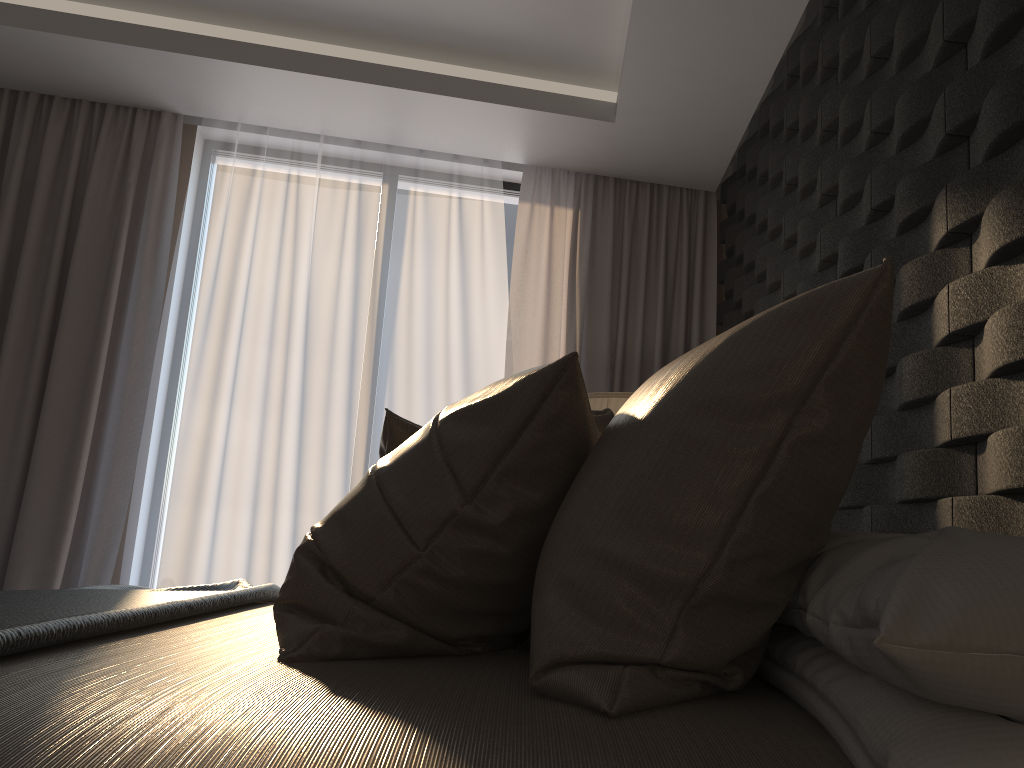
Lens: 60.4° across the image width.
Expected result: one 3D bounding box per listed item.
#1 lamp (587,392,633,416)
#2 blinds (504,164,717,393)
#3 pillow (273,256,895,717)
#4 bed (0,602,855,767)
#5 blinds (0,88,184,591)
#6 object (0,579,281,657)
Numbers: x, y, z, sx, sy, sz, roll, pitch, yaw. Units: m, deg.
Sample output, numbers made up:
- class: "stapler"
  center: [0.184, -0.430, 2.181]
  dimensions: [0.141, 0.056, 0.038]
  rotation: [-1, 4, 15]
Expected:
- class: "lamp"
  center: [0.377, 0.374, 2.871]
  dimensions: [0.443, 0.632, 0.487]
  rotation: [-3, -12, 32]
- class: "blinds"
  center: [0.461, 0.153, 3.928]
  dimensions: [1.023, 2.648, 0.332]
  rotation: [6, -11, -11]
- class: "pillow"
  center: [0.021, 0.167, 1.473]
  dimensions: [0.900, 0.520, 1.255]
  rotation: [3, -10, 2]
- class: "bed"
  center: [-0.414, 0.683, 1.310]
  dimensions: [2.302, 0.626, 2.278]
  rotation: [3, -10, 0]
- class: "blinds"
  center: [-1.986, -0.070, 3.375]
  dimensions: [1.072, 2.649, 0.349]
  rotation: [6, -11, -10]
- class: "object"
  center: [-0.856, 0.478, 1.319]
  dimensions: [0.620, 0.323, 2.040]
  rotation: [3, -10, 2]
